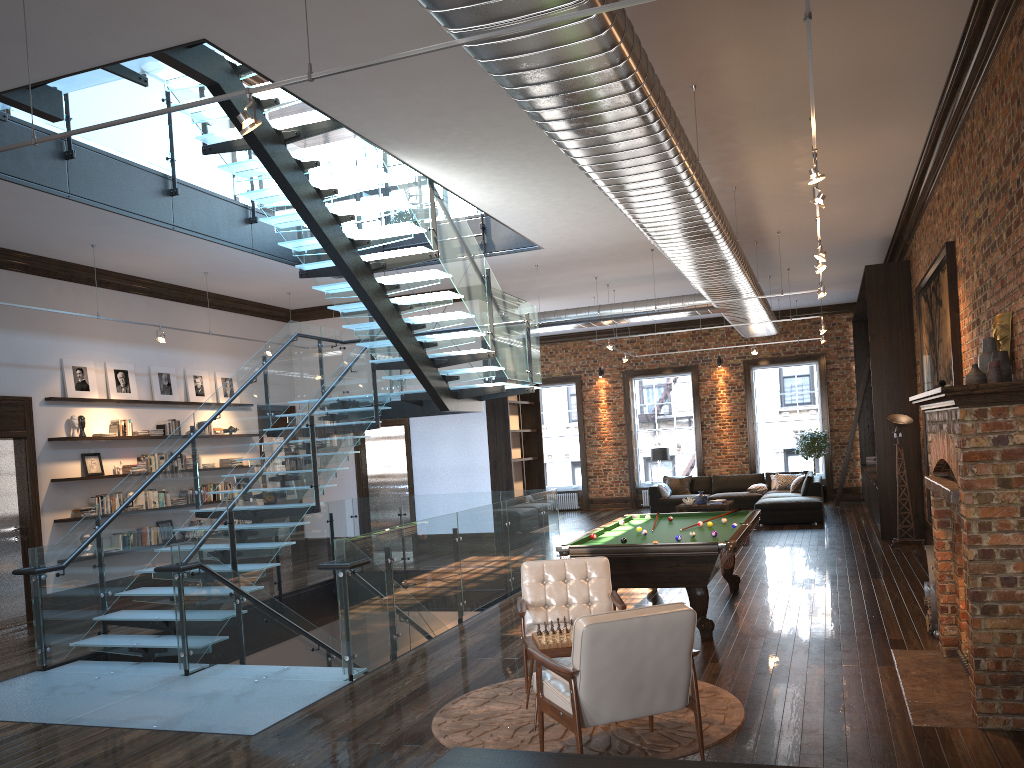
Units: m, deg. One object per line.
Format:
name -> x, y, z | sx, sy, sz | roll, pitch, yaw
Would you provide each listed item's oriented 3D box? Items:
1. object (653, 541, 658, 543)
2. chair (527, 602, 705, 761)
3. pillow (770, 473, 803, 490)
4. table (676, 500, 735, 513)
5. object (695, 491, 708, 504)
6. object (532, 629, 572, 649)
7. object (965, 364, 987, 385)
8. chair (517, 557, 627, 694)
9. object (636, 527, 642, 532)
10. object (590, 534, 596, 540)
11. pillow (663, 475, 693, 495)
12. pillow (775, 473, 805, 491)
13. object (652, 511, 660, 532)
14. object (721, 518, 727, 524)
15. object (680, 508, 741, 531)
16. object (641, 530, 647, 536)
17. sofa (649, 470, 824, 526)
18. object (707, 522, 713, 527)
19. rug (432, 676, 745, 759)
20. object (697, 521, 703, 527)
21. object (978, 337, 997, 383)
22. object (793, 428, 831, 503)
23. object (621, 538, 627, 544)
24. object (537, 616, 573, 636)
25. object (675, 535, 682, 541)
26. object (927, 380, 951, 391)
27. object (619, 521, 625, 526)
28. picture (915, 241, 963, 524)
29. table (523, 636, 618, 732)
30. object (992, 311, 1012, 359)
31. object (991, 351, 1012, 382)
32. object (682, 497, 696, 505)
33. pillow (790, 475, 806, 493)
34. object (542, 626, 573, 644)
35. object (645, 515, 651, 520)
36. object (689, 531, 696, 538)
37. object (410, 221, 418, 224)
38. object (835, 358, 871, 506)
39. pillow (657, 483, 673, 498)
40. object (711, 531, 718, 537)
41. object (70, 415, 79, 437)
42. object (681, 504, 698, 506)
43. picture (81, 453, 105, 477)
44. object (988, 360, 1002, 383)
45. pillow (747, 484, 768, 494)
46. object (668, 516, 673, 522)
object -> 1.215, 1.356, 7.504 | 0.057, 0.057, 0.057 | -5, -2, 38
chair -> 0.548, 1.607, 4.820 | 0.767, 0.866, 0.743 | -3, -1, -20
pillow -> 5.748, 2.057, 18.545 | 0.704, 0.338, 0.269 | -5, -1, 20
table -> 3.795, 2.513, 17.366 | 1.002, 0.345, 1.000 | -5, -4, 20
object -> 3.692, 2.218, 17.317 | 0.214, 0.251, 0.216 | -3, -1, -37
object -> 0.339, 1.599, 5.573 | 0.388, 0.028, 0.389 | -3, -4, -5
object -> 3.031, -0.047, 5.798 | 0.135, 0.169, 0.136 | -3, -1, -28
chair -> 0.425, 1.723, 6.378 | 0.768, 0.866, 0.742 | -4, -1, 0
object -> 1.260, 1.441, 8.775 | 0.057, 0.057, 0.057 | -3, -2, -33
object -> 0.772, 1.447, 8.404 | 0.057, 0.057, 0.057 | -3, -2, -23
pillow -> 3.585, 2.209, 19.359 | 0.702, 0.440, 0.304 | -5, -1, 20
pillow -> 5.755, 2.017, 18.351 | 0.613, 0.361, 0.287 | -5, -1, 24
object -> 1.542, 1.465, 9.510 | 0.028, 0.072, 1.606 | -4, -4, 11
object -> 2.174, 1.402, 9.086 | 0.057, 0.057, 0.057 | -3, -2, -25
object -> 2.102, 1.414, 9.309 | 0.028, 0.072, 1.603 | -4, -3, 35
object -> 1.263, 1.419, 8.461 | 0.057, 0.057, 0.057 | -3, -2, -10
sofa -> 4.364, 2.272, 17.720 | 3.507, 0.804, 3.449 | -5, -4, 20
object -> 1.967, 1.397, 8.817 | 0.057, 0.057, 0.057 | -4, -2, 20
rug -> 0.473, 2.091, 5.662 | 1.974, 0.015, 1.969 | -5, -4, 21
object -> 1.890, 1.409, 8.906 | 0.057, 0.057, 0.057 | -3, -2, -15
object -> 3.207, -0.138, 5.946 | 0.145, 0.350, 0.145 | -4, 0, -34
object -> 6.759, 1.912, 19.924 | 0.814, 1.865, 0.798 | -4, 0, 28
object -> 0.997, 1.398, 7.903 | 0.057, 0.057, 0.057 | -4, -2, 24
object -> 0.323, 1.547, 5.700 | 0.334, 0.101, 0.076 | -3, -1, -5
object -> 1.470, 1.362, 7.832 | 0.057, 0.057, 0.057 | -4, -2, 24
object -> 3.103, 0.020, 6.366 | 0.238, 0.105, 0.236 | -6, -4, 30
object -> 1.186, 1.499, 9.549 | 0.057, 0.057, 0.057 | -4, -2, 18
picture -> 4.803, 0.210, 9.962 | 0.080, 3.001, 3.198 | -3, -1, 19
table -> 0.349, 1.855, 5.572 | 0.516, 0.495, 0.463 | -4, -1, -5
object -> 3.449, -0.223, 6.278 | 0.125, 0.536, 0.408 | -4, -1, 19
object -> 3.178, -0.095, 5.766 | 0.121, 0.242, 0.120 | -4, 0, 39
object -> 3.454, 2.273, 17.228 | 0.217, 0.159, 0.220 | -3, -3, -28
pillow -> 5.759, 2.016, 17.855 | 0.314, 0.355, 0.629 | -4, -3, 19
object -> 0.347, 1.527, 5.443 | 0.334, 0.101, 0.076 | -3, -1, -5
object -> 1.538, 1.509, 10.026 | 0.058, 0.057, 0.057 | -4, -2, 21
object -> 1.638, 1.366, 8.049 | 0.057, 0.057, 0.057 | -3, -2, -31
object -> -2.129, -2.796, 18.336 | 0.810, 1.865, 0.802 | -4, 0, -22
object -> 7.255, 1.038, 18.871 | 0.898, 3.078, 0.494 | -4, 1, 20
pillow -> 3.297, 2.282, 19.054 | 0.244, 0.305, 0.573 | -4, -3, 20
object -> 1.817, 1.349, 7.967 | 0.057, 0.057, 0.057 | -5, -2, 42
object -> -5.549, 0.539, 11.247 | 0.097, 0.288, 0.098 | -4, 0, -28
object -> 3.446, 2.344, 17.223 | 0.268, 0.018, 0.201 | -7, -5, 43
picture -> -5.449, 1.048, 11.533 | 0.077, 0.300, 0.300 | -4, -1, 19
object -> 3.087, -0.063, 5.674 | 0.081, 0.178, 0.082 | -4, 0, -28
pillow -> 5.142, 2.193, 18.545 | 0.410, 0.204, 0.610 | -5, -4, 17
object -> 1.728, 1.472, 9.670 | 0.057, 0.057, 0.057 | -3, -2, -22
